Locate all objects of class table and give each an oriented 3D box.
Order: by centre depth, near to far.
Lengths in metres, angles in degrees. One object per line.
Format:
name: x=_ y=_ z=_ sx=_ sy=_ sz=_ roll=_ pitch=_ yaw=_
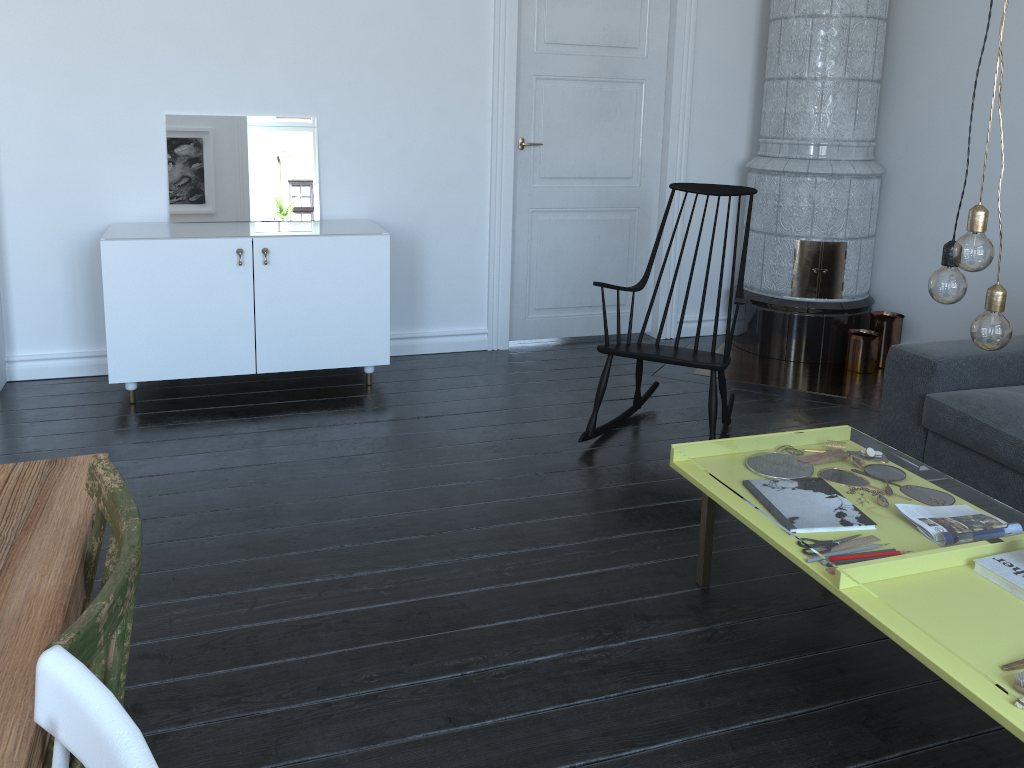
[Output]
table: x=-0.813 y=0.828 z=0.367 sx=1.020 sy=0.698 sz=2.285 roll=-4 pitch=18 yaw=-18
table: x=0.950 y=0.546 z=1.947 sx=0.601 sy=0.389 sz=1.437 roll=-4 pitch=18 yaw=-18

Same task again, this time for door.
door: x=0.435 y=-1.430 z=4.853 sx=1.171 sy=2.418 sz=0.118 roll=-3 pitch=12 yaw=-19

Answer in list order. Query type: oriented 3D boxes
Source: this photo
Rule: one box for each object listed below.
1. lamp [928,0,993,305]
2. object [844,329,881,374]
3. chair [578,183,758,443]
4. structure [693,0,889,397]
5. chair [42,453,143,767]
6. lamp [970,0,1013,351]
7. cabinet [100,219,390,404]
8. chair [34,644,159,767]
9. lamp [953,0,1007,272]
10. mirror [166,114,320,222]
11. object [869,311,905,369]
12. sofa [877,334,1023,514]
lamp: x=0.927 y=-0.884 z=1.703 sx=0.075 sy=1.463 sz=0.087 roll=8 pitch=13 yaw=31
object: x=1.851 y=-0.173 z=4.662 sx=0.172 sy=0.195 sz=0.178 roll=-6 pitch=16 yaw=-28
chair: x=0.704 y=-0.296 z=3.643 sx=0.616 sy=0.981 sz=0.924 roll=8 pitch=15 yaw=25
structure: x=1.593 y=-1.544 z=4.639 sx=0.782 sy=2.823 sz=1.293 roll=7 pitch=13 yaw=25
chair: x=-0.668 y=0.575 z=1.015 sx=0.486 sy=0.808 sz=0.478 roll=-3 pitch=14 yaw=-20
lamp: x=0.971 y=-0.785 z=1.628 sx=0.089 sy=1.463 sz=0.076 roll=3 pitch=11 yaw=5
cabinet: x=-1.214 y=-0.359 z=4.108 sx=1.203 sy=0.718 sz=0.604 roll=-4 pitch=15 yaw=-19
chair: x=-0.476 y=0.708 z=0.580 sx=0.510 sy=0.823 sz=0.477 roll=-3 pitch=13 yaw=-19
lamp: x=0.940 y=-0.942 z=1.624 sx=0.075 sy=1.463 sz=0.075 roll=7 pitch=13 yaw=27
mirror: x=-1.289 y=-1.038 z=4.253 sx=0.697 sy=0.491 sz=0.055 roll=-4 pitch=12 yaw=-19
object: x=2.009 y=-0.238 z=4.751 sx=0.176 sy=0.274 sz=0.177 roll=-3 pitch=14 yaw=-19
sofa: x=2.261 y=0.277 z=2.396 sx=1.086 sy=0.705 sz=2.434 roll=-4 pitch=18 yaw=-18
